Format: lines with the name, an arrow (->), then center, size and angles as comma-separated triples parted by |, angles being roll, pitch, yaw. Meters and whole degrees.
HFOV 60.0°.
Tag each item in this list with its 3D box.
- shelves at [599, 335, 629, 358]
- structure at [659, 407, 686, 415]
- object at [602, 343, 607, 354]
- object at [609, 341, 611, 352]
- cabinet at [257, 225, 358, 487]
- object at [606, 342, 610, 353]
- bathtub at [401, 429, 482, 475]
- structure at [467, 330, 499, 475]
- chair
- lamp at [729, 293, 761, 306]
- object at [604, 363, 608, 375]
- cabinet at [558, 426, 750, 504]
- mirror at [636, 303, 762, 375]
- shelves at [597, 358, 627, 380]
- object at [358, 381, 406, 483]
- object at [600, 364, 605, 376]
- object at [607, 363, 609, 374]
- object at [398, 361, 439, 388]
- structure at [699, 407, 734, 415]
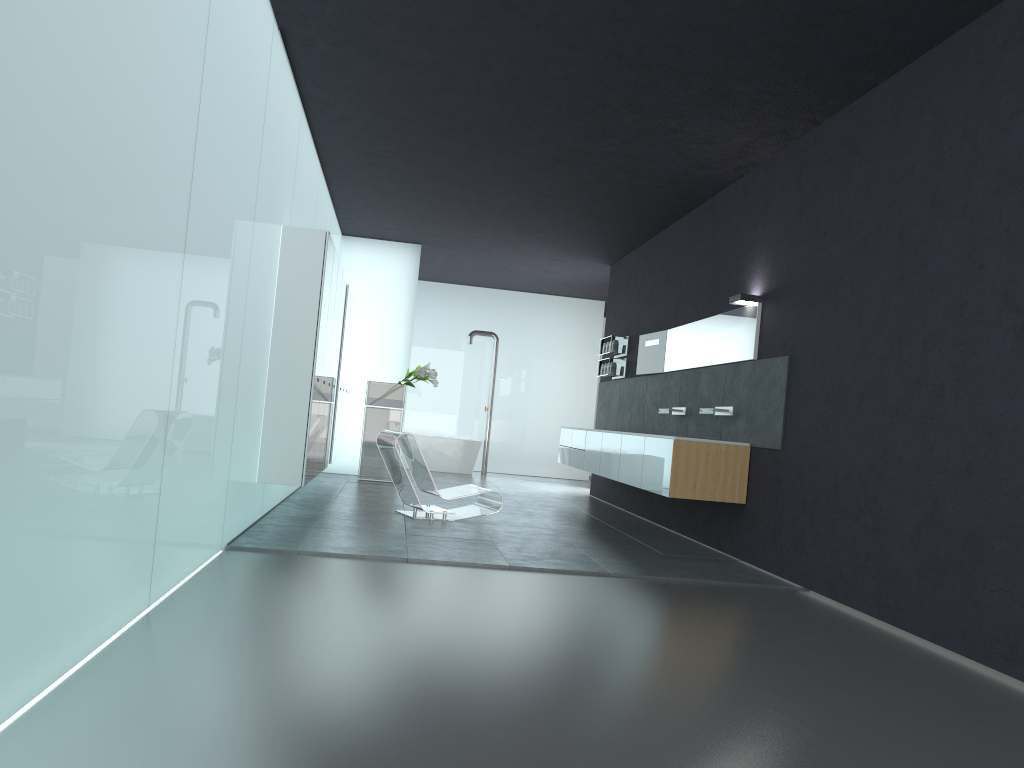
shelves -> 1.527, -0.560, 13.326 | 0.265, 0.285, 0.770 | 6, -2, -7
structure -> 1.850, 0.306, 10.272 | 0.186, 0.088, 0.482 | 6, -2, -7
object -> 1.440, -0.534, 13.597 | 0.096, 0.184, 0.067 | 6, -1, -16
object -> 1.492, -0.546, 13.198 | 0.096, 0.184, 0.068 | 6, -1, -9
cabinet -> -2.267, -0.149, 10.579 | 0.398, 2.214, 6.006 | 6, -2, -7
object -> 1.468, -0.540, 13.385 | 0.096, 0.184, 0.068 | 5, -1, 2
bathtub -> -1.619, 1.246, 17.319 | 1.978, 0.858, 0.960 | 6, -2, -7
structure -> -0.682, 0.382, 17.447 | 0.643, 2.870, 0.123 | 6, -1, -8
chair -> -0.771, 0.974, 9.408 | 1.262, 0.870, 0.629 | 6, -2, -26
lamp -> 2.208, -0.799, 8.419 | 0.198, 0.066, 0.277 | 6, -2, -7
object -> 1.437, -0.214, 13.378 | 0.096, 0.184, 0.068 | 5, -1, 2
cabinet -> 1.448, 0.874, 10.877 | 0.734, 0.556, 5.585 | 6, -2, -7
mirror -> 2.030, -0.436, 10.081 | 0.109, 0.532, 3.723 | 6, -2, -9
shelves -> 1.496, -0.234, 13.319 | 0.265, 0.285, 0.770 | 6, -2, -7
object -> -1.990, 0.729, 13.604 | 0.585, 1.490, 0.575 | 6, -1, -7
object -> 1.409, -0.208, 13.590 | 0.096, 0.184, 0.067 | 6, -1, -16
object -> 1.462, -0.220, 13.191 | 0.096, 0.184, 0.068 | 6, -1, -9
object -> -1.625, -0.014, 13.507 | 1.025, 0.779, 0.974 | 6, -2, -15
structure -> 2.034, 0.263, 8.865 | 0.186, 0.088, 0.482 | 6, -2, -7
